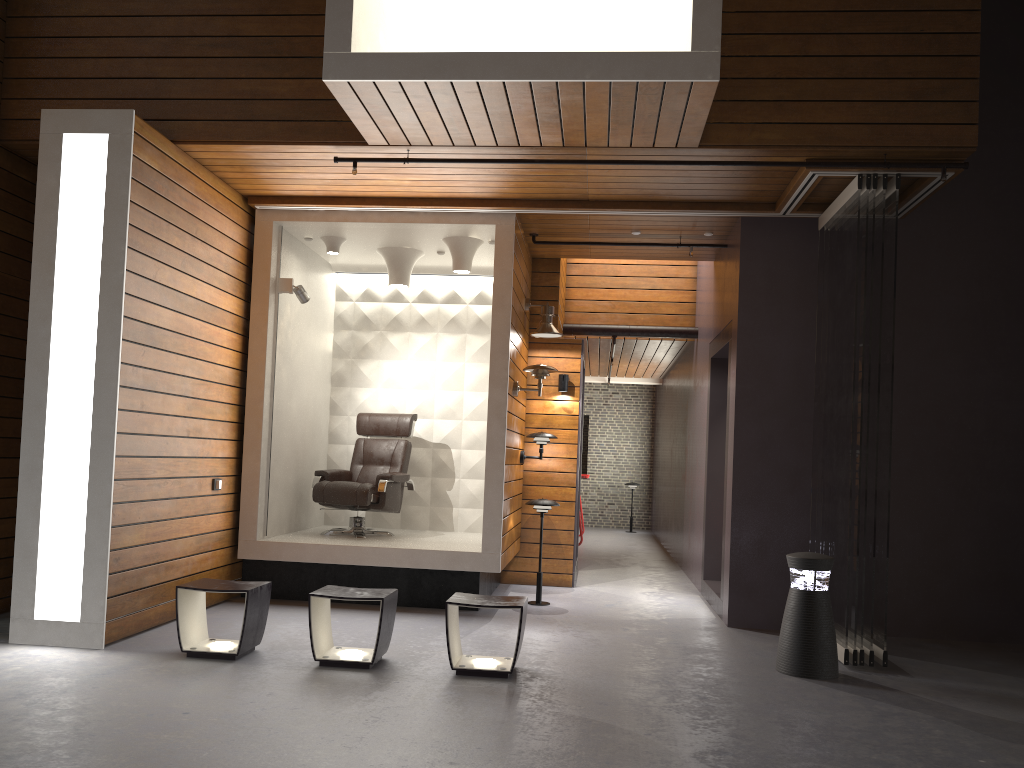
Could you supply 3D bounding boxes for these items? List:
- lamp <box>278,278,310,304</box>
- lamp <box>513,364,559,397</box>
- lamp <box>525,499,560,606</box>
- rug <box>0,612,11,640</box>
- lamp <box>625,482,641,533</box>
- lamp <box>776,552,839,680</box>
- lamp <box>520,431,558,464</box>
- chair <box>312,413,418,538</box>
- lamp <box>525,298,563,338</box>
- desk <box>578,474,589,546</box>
[{"bbox_3d":[-1.701,-0.731,6.947,0.249,0.188,0.129,4,-3,-25],"label":"lamp"},{"bbox_3d":[0.193,-0.028,7.049,0.351,0.270,0.289,2,-4,6],"label":"lamp"},{"bbox_3d":[0.234,1.359,7.217,0.288,0.861,0.288,3,-2,-9],"label":"lamp"},{"bbox_3d":[-3.087,1.533,5.890,0.540,0.014,1.582,2,-5,6],"label":"rug"},{"bbox_3d":[2.056,2.110,15.185,0.287,0.861,0.288,2,-2,3],"label":"lamp"},{"bbox_3d":[1.732,1.331,5.171,0.348,0.695,0.349,2,-3,11],"label":"lamp"},{"bbox_3d":[0.243,0.570,7.916,0.326,0.296,0.289,2,-3,6],"label":"lamp"},{"bbox_3d":[-1.270,0.765,7.691,0.755,1.069,0.827,1,-3,21],"label":"chair"},{"bbox_3d":[0.286,-0.589,7.815,0.346,0.330,0.295,2,-3,8],"label":"lamp"},{"bbox_3d":[0.681,1.808,12.934,0.844,0.983,1.721,2,-4,6],"label":"desk"}]
